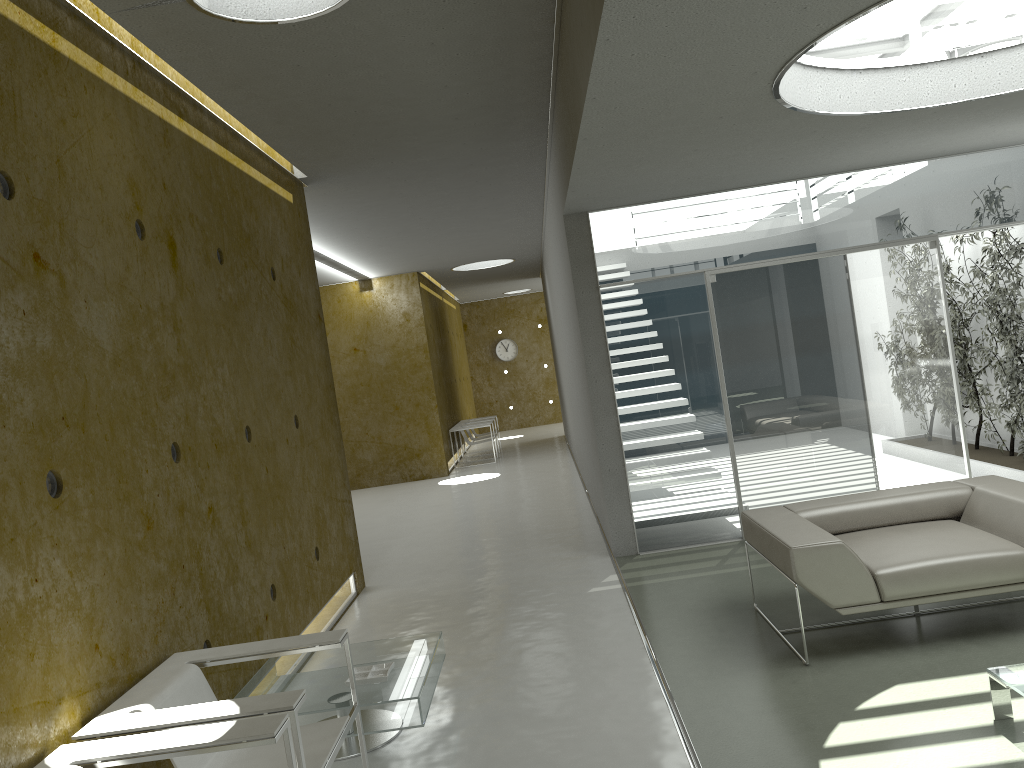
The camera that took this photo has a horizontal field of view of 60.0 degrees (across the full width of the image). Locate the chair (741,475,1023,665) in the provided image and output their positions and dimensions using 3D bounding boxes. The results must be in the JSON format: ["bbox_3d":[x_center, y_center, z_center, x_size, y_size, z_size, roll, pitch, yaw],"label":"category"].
[{"bbox_3d":[2.086,0.922,4.644,1.481,0.583,1.039,-9,1,2],"label":"chair"}]

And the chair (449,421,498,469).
[{"bbox_3d":[-0.656,1.052,15.426,0.710,0.667,0.800,-9,1,2],"label":"chair"}]

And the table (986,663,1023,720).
[{"bbox_3d":[2.196,1.144,2.625,0.790,0.200,1.500,-9,1,2],"label":"table"}]

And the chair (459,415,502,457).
[{"bbox_3d":[-0.611,1.008,17.137,0.710,0.667,0.800,-9,1,2],"label":"chair"}]

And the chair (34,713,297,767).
[{"bbox_3d":[-0.993,1.395,2.320,0.710,0.667,0.800,-9,1,2],"label":"chair"}]

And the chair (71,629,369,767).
[{"bbox_3d":[-0.971,1.373,3.176,0.710,0.667,0.800,-9,1,2],"label":"chair"}]

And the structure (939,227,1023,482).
[{"bbox_3d":[4.198,-0.498,8.547,0.646,2.589,3.371,-9,1,1],"label":"structure"}]

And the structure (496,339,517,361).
[{"bbox_3d":[-0.127,-0.839,21.950,0.547,0.539,0.016,-9,1,2],"label":"structure"}]

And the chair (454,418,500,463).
[{"bbox_3d":[-0.633,1.030,16.282,0.710,0.667,0.800,-9,1,2],"label":"chair"}]

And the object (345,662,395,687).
[{"bbox_3d":[-0.644,1.324,4.036,0.197,0.029,0.189,-9,1,2],"label":"object"}]

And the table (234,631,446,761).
[{"bbox_3d":[-0.798,1.510,4.176,0.900,0.300,0.900,-9,1,2],"label":"table"}]
